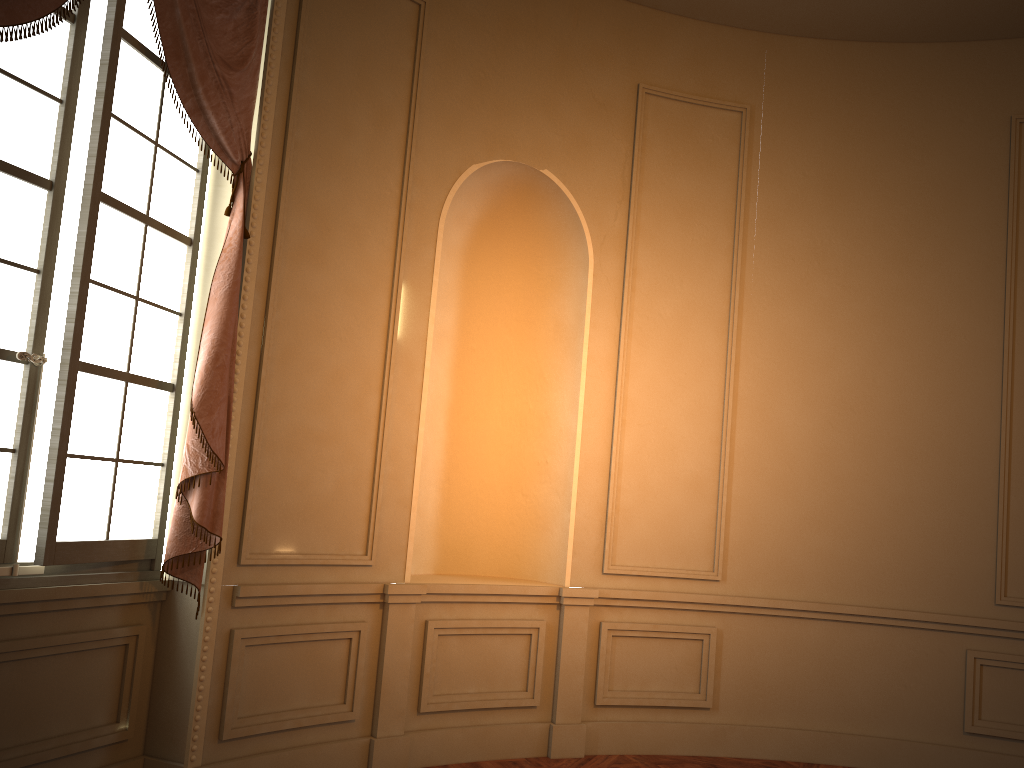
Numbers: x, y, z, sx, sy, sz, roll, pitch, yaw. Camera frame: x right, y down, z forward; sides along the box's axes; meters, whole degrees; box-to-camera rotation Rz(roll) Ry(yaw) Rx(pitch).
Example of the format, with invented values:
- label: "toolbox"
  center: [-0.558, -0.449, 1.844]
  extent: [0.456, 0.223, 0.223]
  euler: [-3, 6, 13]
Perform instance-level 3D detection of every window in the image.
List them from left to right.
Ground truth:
- label: "window"
  center: [-1.563, -0.699, 3.165]
  extent: [0.150, 2.828, 1.337]
  euler: [2, -6, 24]

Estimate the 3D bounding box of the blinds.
- label: "blinds"
  center: [-1.357, -0.626, 3.083]
  extent: [0.281, 2.968, 1.360]
  euler: [3, -6, 23]
